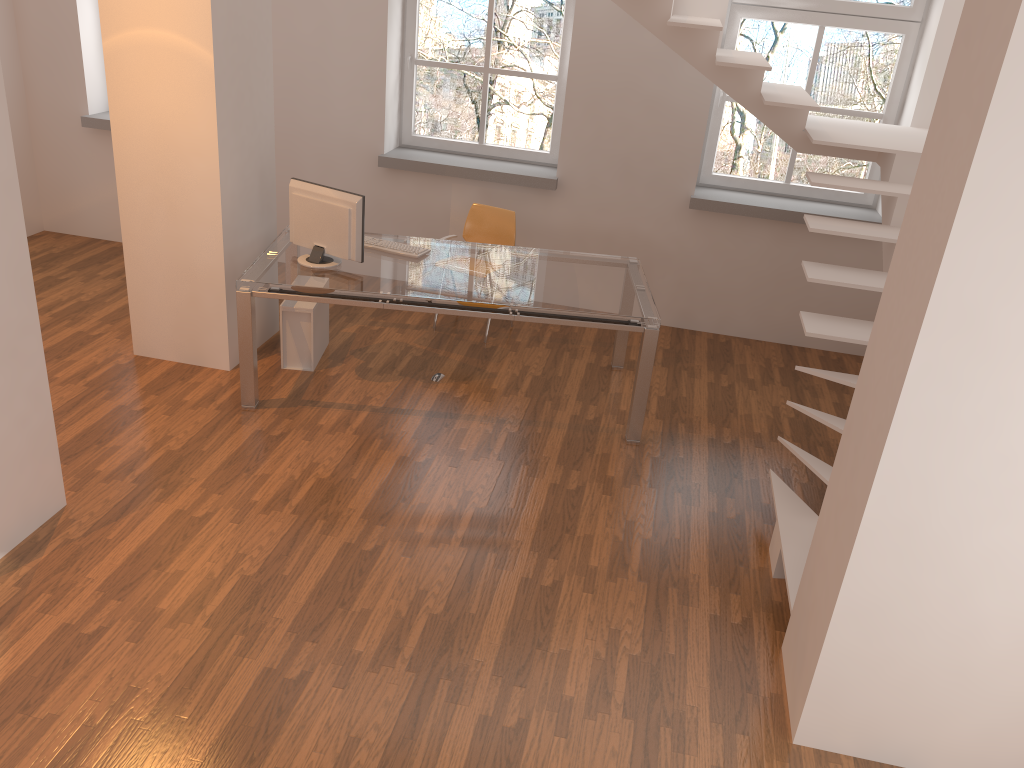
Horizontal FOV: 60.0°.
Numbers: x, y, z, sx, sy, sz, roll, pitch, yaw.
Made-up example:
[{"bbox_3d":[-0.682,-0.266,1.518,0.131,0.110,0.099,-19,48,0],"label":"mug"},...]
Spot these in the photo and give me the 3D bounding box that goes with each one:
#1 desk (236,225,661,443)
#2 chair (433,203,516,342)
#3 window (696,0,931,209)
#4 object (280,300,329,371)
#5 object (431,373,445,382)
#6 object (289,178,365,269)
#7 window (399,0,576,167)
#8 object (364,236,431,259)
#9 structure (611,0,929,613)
[{"bbox_3d":[-0.350,-0.336,5.299,2.239,0.750,1.092,5,25,-1],"label":"desk"},{"bbox_3d":[-0.252,-0.778,6.141,0.495,0.829,0.464,16,27,21],"label":"chair"},{"bbox_3d":[2.067,-2.144,6.134,1.308,1.737,0.142,9,26,8],"label":"window"},{"bbox_3d":[-1.296,-0.368,5.573,0.200,0.422,0.474,5,25,-1],"label":"object"},{"bbox_3d":[-0.461,-0.045,5.522,0.054,0.035,0.115,14,27,17],"label":"object"},{"bbox_3d":[-1.077,-0.883,4.934,0.516,0.418,0.245,25,31,34],"label":"object"},{"bbox_3d":[-0.173,-2.517,6.451,1.308,1.737,0.142,9,26,8],"label":"window"},{"bbox_3d":[-0.735,-0.833,5.353,0.467,0.031,0.200,14,27,17],"label":"object"},{"bbox_3d":[0.380,-1.198,4.607,4.630,3.042,3.450,9,26,8],"label":"structure"}]
